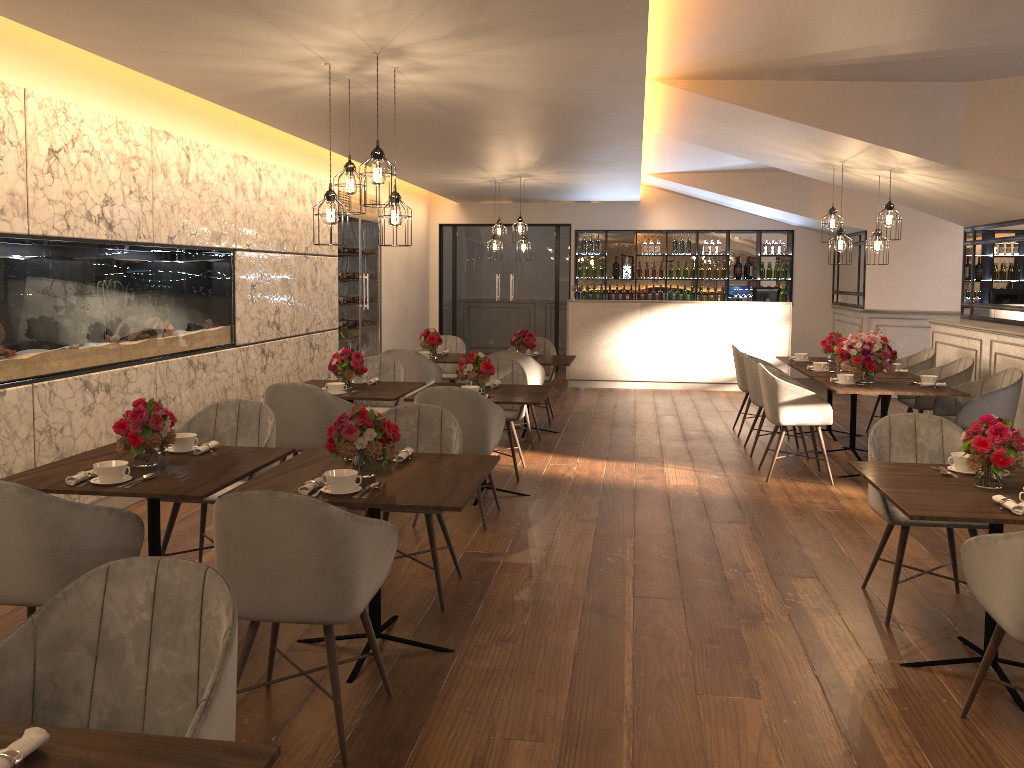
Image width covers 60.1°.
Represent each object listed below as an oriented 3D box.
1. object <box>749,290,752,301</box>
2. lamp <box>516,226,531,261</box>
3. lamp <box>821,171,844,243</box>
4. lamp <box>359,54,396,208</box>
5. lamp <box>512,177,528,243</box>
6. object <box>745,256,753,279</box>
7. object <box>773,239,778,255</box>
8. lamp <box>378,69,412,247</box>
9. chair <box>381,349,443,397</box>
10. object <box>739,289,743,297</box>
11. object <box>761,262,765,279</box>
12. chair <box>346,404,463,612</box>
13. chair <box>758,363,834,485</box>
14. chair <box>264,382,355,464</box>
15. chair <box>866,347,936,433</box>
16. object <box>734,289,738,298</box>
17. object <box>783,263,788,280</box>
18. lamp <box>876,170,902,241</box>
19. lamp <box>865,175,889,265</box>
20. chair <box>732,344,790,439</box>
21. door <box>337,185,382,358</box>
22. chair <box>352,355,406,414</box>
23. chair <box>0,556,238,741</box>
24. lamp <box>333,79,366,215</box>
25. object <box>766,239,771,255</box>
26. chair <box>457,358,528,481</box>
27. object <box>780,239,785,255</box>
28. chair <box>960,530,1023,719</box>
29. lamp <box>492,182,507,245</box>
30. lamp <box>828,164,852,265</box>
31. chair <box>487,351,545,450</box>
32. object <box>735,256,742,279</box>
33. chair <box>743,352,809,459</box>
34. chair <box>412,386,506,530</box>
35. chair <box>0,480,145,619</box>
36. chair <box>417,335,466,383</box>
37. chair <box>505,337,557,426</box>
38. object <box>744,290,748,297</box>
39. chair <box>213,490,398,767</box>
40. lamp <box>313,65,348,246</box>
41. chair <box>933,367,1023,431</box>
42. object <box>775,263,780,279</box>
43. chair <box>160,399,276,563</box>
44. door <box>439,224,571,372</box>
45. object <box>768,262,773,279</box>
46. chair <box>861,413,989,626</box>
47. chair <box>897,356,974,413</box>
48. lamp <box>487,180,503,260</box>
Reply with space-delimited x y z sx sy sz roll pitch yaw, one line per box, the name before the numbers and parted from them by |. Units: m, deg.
object | 3.665 -1.341 13.550 0.065 0.207 0.065 -3 5 -37
lamp | 0.144 -2.494 10.436 0.175 2.063 0.175 1 4 9
lamp | 2.777 -2.254 7.600 0.175 2.063 0.175 1 4 9
lamp | -0.687 -1.948 4.512 0.175 2.063 0.175 1 4 9
lamp | 0.100 -2.647 10.099 0.175 2.063 0.175 1 4 9
object | 3.618 -1.778 13.503 0.104 0.358 0.104 3 5 35
object | 3.999 -2.074 13.425 0.070 0.235 0.041 1 4 7
lamp | -0.642 -1.795 4.849 0.175 2.063 0.175 1 4 9
chair | -0.951 0.093 8.090 0.565 0.869 0.528 1 5 8
object | 3.511 -1.345 13.571 0.065 0.207 0.065 -3 5 -37
object | 3.826 -1.728 13.502 0.065 0.262 0.066 -1 4 -13
chair | -0.504 0.565 4.271 0.565 0.869 0.528 1 5 8
chair | 2.140 0.279 6.744 0.526 0.869 0.567 1 5 8
chair | -1.295 0.392 5.642 0.565 0.869 0.528 1 5 8
chair | 3.719 0.082 8.435 0.526 0.869 0.567 1 5 8
object | 3.433 -1.347 13.582 0.065 0.207 0.065 -3 5 -37
object | 4.155 -1.719 13.457 0.065 0.260 0.066 -1 4 -13
lamp | 3.025 -2.183 7.031 0.175 2.063 0.175 1 4 9
lamp | 3.069 -2.030 7.368 0.175 2.063 0.175 1 4 9
chair | 2.401 0.053 8.601 0.526 0.869 0.567 1 5 8
door | -1.802 -1.058 10.593 0.134 2.459 1.865 1 5 8
chair | -1.096 0.232 6.952 0.565 0.869 0.528 1 5 8
chair | -0.848 0.863 1.823 0.565 0.869 0.528 1 5 8
lamp | -0.935 -2.019 5.081 0.175 2.063 0.175 1 4 9
object | 3.899 -2.076 13.439 0.070 0.235 0.041 1 4 7
chair | -0.146 0.255 6.819 0.565 0.869 0.528 1 5 8
object | 4.099 -2.072 13.411 0.070 0.235 0.041 1 4 7
chair | 1.763 0.765 2.764 0.565 0.869 0.528 1 5 8
lamp | -0.149 -2.718 10.668 0.175 2.063 0.175 1 4 9
lamp | 2.730 -2.022 7.288 0.175 2.063 0.175 1 4 9
chair | -0.001 0.116 7.958 0.565 0.869 0.528 1 5 8
object | 3.463 -1.780 13.528 0.104 0.358 0.104 -2 5 -30
chair | 2.270 0.166 7.673 0.526 0.869 0.567 1 5 8
chair | -0.345 0.414 5.509 0.565 0.869 0.528 1 5 8
chair | -1.654 0.702 3.093 0.565 0.869 0.528 1 5 8
chair | -0.751 -0.066 9.401 0.565 0.869 0.528 1 5 8
chair | 0.199 -0.043 9.268 0.565 0.869 0.528 1 5 8
object | 3.588 -1.343 13.561 0.065 0.207 0.065 -3 5 -37
chair | -0.704 0.724 2.961 0.565 0.869 0.528 1 5 8
lamp | -0.982 -1.787 4.769 0.175 2.063 0.175 1 4 9
chair | 3.458 0.308 6.578 0.526 0.869 0.567 1 5 8
object | 4.045 -1.721 13.472 0.065 0.260 0.066 -1 4 -13
chair | -1.454 0.542 4.404 0.565 0.869 0.528 1 5 8
door | -0.107 -1.374 14.126 2.106 2.325 0.274 1 4 8
object | 3.936 -1.724 13.487 0.065 0.260 0.066 -1 4 -13
chair | 1.916 0.605 4.081 0.565 0.869 0.528 1 5 8
chair | 3.588 0.195 7.507 0.526 0.869 0.567 1 5 8
lamp | -0.196 -2.486 10.356 0.175 2.063 0.175 1 4 9
